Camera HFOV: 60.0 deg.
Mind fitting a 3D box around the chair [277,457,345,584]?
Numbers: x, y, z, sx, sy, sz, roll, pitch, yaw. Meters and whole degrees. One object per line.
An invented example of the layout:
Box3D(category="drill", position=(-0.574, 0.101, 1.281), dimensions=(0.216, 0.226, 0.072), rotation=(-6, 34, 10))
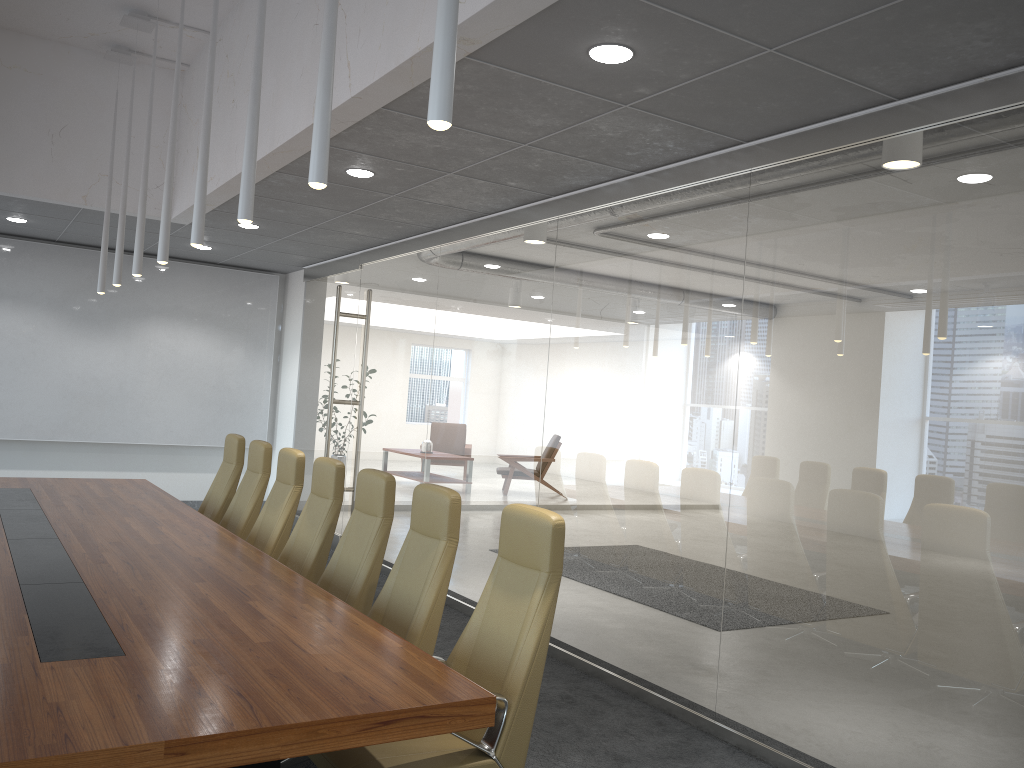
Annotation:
Box3D(category="chair", position=(-1.655, 1.172, 5.774), dimensions=(0.955, 1.406, 0.711), rotation=(5, -1, -32))

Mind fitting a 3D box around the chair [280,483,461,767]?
Box3D(category="chair", position=(-0.810, 1.203, 4.420), dimensions=(0.955, 1.406, 0.711), rotation=(5, -1, -32))

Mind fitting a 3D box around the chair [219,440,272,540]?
Box3D(category="chair", position=(-2.505, 1.141, 7.134), dimensions=(0.955, 1.406, 0.711), rotation=(5, -1, -32))

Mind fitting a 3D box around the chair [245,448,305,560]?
Box3D(category="chair", position=(-2.076, 1.156, 6.448), dimensions=(0.955, 1.406, 0.711), rotation=(5, -1, -32))

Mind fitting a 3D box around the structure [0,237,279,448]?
Box3D(category="structure", position=(-2.606, -0.419, 5.141), dimensions=(6.600, 2.466, 13.989), rotation=(5, -1, -32))

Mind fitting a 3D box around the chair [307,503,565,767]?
Box3D(category="chair", position=(-0.322, 1.224, 3.766), dimensions=(0.955, 1.406, 0.711), rotation=(5, -1, -32))

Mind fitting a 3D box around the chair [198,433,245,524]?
Box3D(category="chair", position=(-2.928, 1.125, 7.813), dimensions=(0.955, 1.406, 0.711), rotation=(5, -1, -32))

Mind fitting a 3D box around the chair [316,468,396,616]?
Box3D(category="chair", position=(-1.232, 1.188, 5.095), dimensions=(0.955, 1.406, 0.711), rotation=(5, -1, -32))

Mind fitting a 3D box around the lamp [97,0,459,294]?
Box3D(category="lamp", position=(-2.538, -2.018, 5.143), dimensions=(2.619, 2.378, 7.258), rotation=(5, -1, -32))

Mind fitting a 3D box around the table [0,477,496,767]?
Box3D(category="table", position=(-2.775, 1.333, 5.072), dimensions=(2.300, 0.895, 6.500), rotation=(5, -1, -32))
